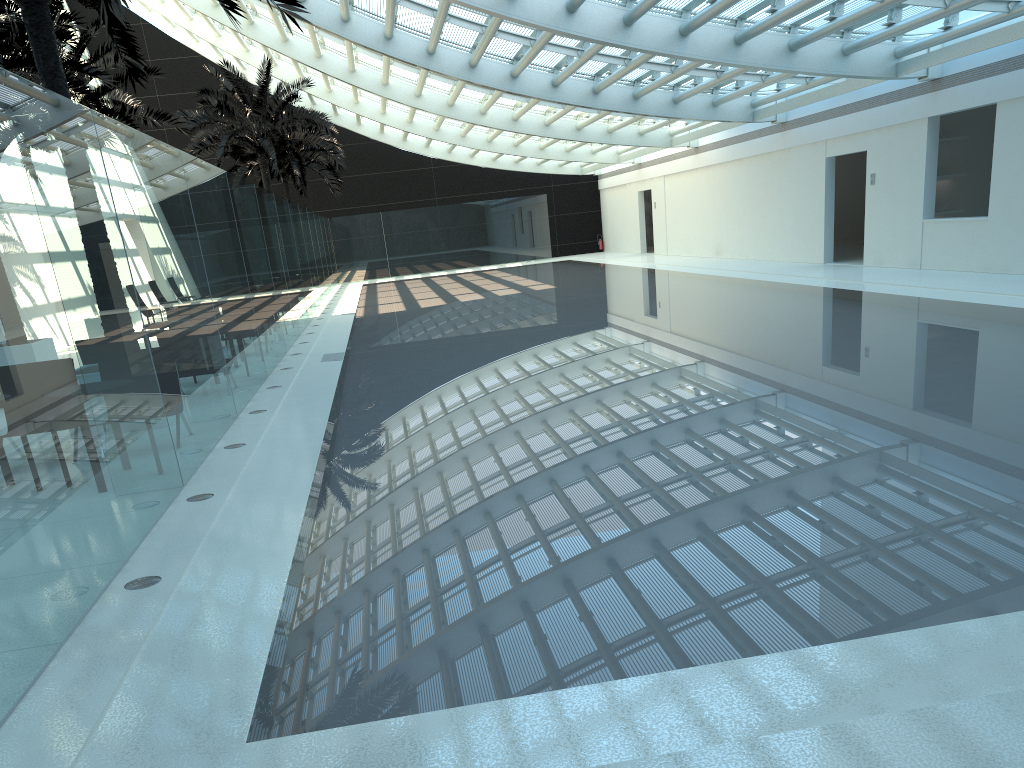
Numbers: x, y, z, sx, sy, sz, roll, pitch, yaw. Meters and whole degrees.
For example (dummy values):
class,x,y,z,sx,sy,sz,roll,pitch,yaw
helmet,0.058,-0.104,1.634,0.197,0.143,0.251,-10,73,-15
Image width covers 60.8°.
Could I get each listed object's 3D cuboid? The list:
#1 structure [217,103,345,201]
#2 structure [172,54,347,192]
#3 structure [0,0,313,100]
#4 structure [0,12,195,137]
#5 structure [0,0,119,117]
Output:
class,x,y,z,sx,sy,sz,roll,pitch,yaw
structure,-8.618,-7.278,34.128,4.371,7.353,4.668,-15,19,-27
structure,-7.432,-6.002,26.471,4.790,7.354,4.257,-10,17,-13
structure,-4.579,-3.012,8.480,4.831,7.354,4.219,-3,17,11
structure,-9.624,-4.342,19.169,4.280,7.222,4.417,2,19,25
structure,-8.526,-3.401,13.561,4.553,7.158,4.152,-15,19,-27
